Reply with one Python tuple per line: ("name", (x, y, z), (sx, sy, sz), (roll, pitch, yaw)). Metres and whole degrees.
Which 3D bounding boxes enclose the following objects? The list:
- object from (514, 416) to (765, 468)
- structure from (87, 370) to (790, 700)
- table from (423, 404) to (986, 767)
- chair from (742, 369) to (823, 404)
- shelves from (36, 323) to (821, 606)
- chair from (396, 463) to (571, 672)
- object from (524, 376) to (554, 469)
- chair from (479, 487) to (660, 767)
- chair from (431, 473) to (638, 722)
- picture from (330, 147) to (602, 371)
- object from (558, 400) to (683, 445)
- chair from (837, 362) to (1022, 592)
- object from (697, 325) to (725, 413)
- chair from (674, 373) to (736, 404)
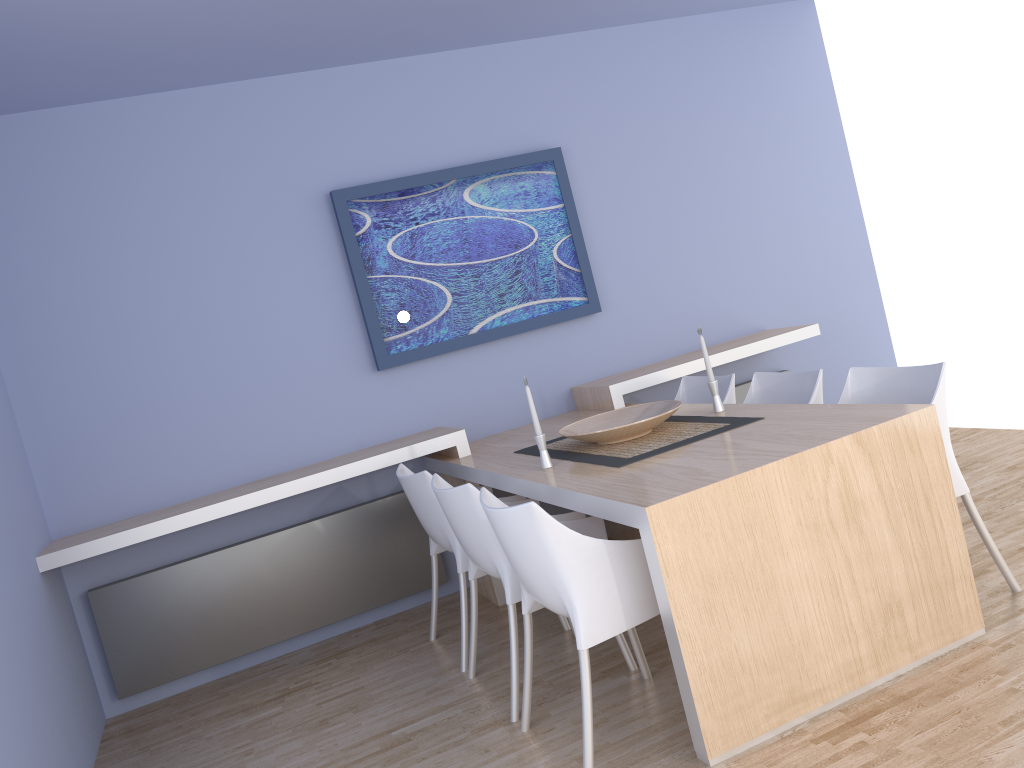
("object", (0.445, 0.207, 3.463), (0.594, 0.005, 0.986), (-16, 4, -20))
("structure", (-0.071, 0.658, 4.573), (3.843, 0.503, 0.064), (-16, 4, -19))
("table", (0.491, 0.560, 3.585), (1.002, 0.718, 2.340), (-16, 4, -19))
("chair", (1.068, 0.371, 3.595), (0.486, 0.793, 0.510), (-16, 4, -19))
("shelves", (-0.091, 0.590, 4.375), (3.901, 0.840, 0.463), (-16, 4, -19))
("chair", (-0.160, 0.680, 3.732), (0.486, 0.793, 0.510), (-16, 4, -19))
("object", (0.087, 0.137, 3.241), (0.045, 0.349, 0.045), (-13, 4, 22))
("chair", (0.231, 0.657, 2.652), (0.486, 0.793, 0.510), (-16, 4, -19))
("chair", (0.035, 0.669, 3.192), (0.486, 0.793, 0.510), (-16, 4, -19))
("picture", (-0.204, -0.661, 4.553), (1.252, 0.901, 0.049), (-16, 4, -19))
("object", (0.430, 0.167, 3.461), (0.493, 0.081, 0.493), (-15, 4, -1))
("chair", (1.270, 0.359, 3.035), (0.486, 0.793, 0.510), (-16, 4, -20))
("object", (0.776, -0.061, 3.494), (0.045, 0.349, 0.045), (-16, 4, -19))
("chair", (0.868, 0.382, 4.147), (0.486, 0.793, 0.510), (-16, 4, -19))
